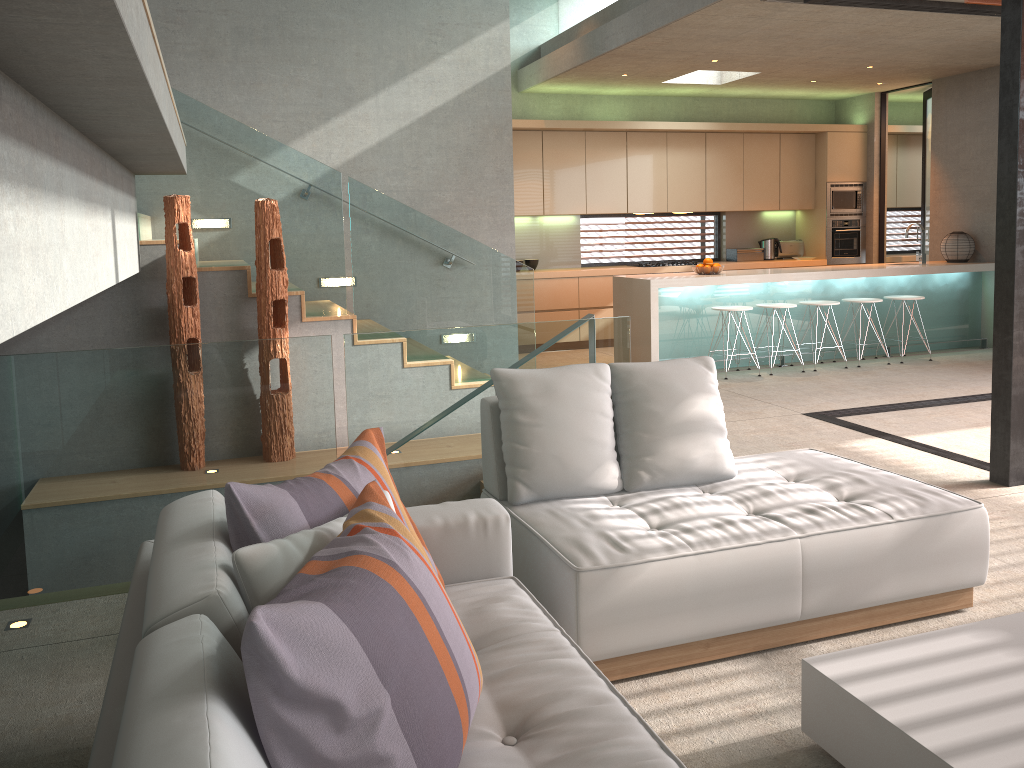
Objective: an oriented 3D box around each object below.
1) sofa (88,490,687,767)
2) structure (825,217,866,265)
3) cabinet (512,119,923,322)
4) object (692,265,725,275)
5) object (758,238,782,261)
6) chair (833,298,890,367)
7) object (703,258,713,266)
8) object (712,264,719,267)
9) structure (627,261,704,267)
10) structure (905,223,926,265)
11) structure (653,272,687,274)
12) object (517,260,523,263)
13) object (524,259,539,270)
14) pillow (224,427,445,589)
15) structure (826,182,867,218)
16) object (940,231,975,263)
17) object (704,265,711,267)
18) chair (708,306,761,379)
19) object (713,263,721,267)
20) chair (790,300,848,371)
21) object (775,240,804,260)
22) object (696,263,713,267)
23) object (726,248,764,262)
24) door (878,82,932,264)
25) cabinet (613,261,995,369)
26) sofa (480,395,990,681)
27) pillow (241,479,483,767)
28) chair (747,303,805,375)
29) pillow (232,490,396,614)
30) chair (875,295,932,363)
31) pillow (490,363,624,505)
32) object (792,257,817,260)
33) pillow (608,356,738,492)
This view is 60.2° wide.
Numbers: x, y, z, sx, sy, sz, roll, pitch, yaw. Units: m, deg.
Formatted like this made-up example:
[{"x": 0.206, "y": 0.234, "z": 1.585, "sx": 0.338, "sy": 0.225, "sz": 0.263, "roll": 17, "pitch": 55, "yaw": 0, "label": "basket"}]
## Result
[{"x": 0.007, "y": 0.841, "z": 1.012, "sx": 1.050, "sy": 0.746, "sz": 3.490, "roll": -4, "pitch": 10, "yaw": -18, "label": "sofa"}, {"x": 4.140, "y": -1.835, "z": 11.317, "sx": 0.597, "sy": 0.575, "sz": 0.501, "roll": -4, "pitch": 8, "yaw": -18, "label": "structure"}, {"x": 3.025, "y": -1.788, "z": 10.326, "sx": 7.482, "sy": 2.546, "sz": 1.981, "roll": -5, "pitch": 8, "yaw": -18, "label": "cabinet"}, {"x": 1.910, "y": -1.110, "z": 8.612, "sx": 0.316, "sy": 0.081, "sz": 0.318, "roll": -5, "pitch": 10, "yaw": -18, "label": "object"}, {"x": 3.291, "y": -1.726, "z": 11.294, "sx": 0.278, "sy": 0.283, "sz": 0.179, "roll": -3, "pitch": 7, "yaw": -13, "label": "object"}, {"x": 3.393, "y": -0.509, "z": 8.574, "sx": 0.382, "sy": 0.619, "sz": 0.385, "roll": -4, "pitch": 7, "yaw": -18, "label": "chair"}, {"x": 1.917, "y": -1.187, "z": 8.639, "sx": 0.095, "sy": 0.093, "sz": 0.095, "roll": -1, "pitch": 8, "yaw": 2, "label": "object"}, {"x": 1.969, "y": -1.116, "z": 8.542, "sx": 0.087, "sy": 0.086, "sz": 0.087, "roll": -6, "pitch": 9, "yaw": -28, "label": "object"}, {"x": 1.859, "y": -1.420, "z": 10.617, "sx": 0.840, "sy": 0.090, "sz": 0.468, "roll": -5, "pitch": 10, "yaw": -18, "label": "structure"}, {"x": 4.259, "y": -1.486, "z": 9.373, "sx": 0.097, "sy": 0.438, "sz": 0.260, "roll": -3, "pitch": 7, "yaw": -18, "label": "structure"}, {"x": 1.945, "y": -1.063, "z": 10.412, "sx": 0.829, "sy": 0.497, "sz": 0.080, "roll": -4, "pitch": 6, "yaw": -18, "label": "structure"}, {"x": 0.048, "y": -1.346, "z": 10.081, "sx": 0.170, "sy": 0.125, "sz": 0.170, "roll": -7, "pitch": 10, "yaw": -32, "label": "object"}, {"x": 0.229, "y": -1.387, "z": 10.281, "sx": 0.170, "sy": 0.125, "sz": 0.170, "roll": -7, "pitch": 10, "yaw": -32, "label": "object"}, {"x": -0.447, "y": 0.402, "z": 2.205, "sx": 0.279, "sy": 0.500, "sz": 0.703, "roll": 1, "pitch": 9, "yaw": 24, "label": "pillow"}, {"x": 4.120, "y": -2.341, "z": 11.287, "sx": 0.597, "sy": 0.434, "sz": 0.464, "roll": -4, "pitch": 8, "yaw": -18, "label": "structure"}, {"x": 4.848, "y": -1.491, "z": 9.615, "sx": 0.341, "sy": 0.332, "sz": 0.342, "roll": -5, "pitch": 9, "yaw": -27, "label": "object"}, {"x": 1.887, "y": -1.106, "z": 8.526, "sx": 0.081, "sy": 0.080, "sz": 0.081, "roll": 0, "pitch": 8, "yaw": 10, "label": "object"}, {"x": 2.020, "y": -0.392, "z": 8.112, "sx": 0.382, "sy": 0.619, "sz": 0.385, "roll": -4, "pitch": 7, "yaw": -18, "label": "chair"}, {"x": 1.995, "y": -1.134, "z": 8.630, "sx": 0.095, "sy": 0.093, "sz": 0.095, "roll": -6, "pitch": 9, "yaw": -29, "label": "object"}, {"x": 2.922, "y": -0.469, "z": 8.414, "sx": 0.382, "sy": 0.619, "sz": 0.385, "roll": -4, "pitch": 7, "yaw": -18, "label": "chair"}, {"x": 3.576, "y": -1.740, "z": 11.441, "sx": 0.390, "sy": 0.245, "sz": 0.151, "roll": -4, "pitch": 7, "yaw": -18, "label": "object"}, {"x": 1.864, "y": -1.122, "z": 8.574, "sx": 0.174, "sy": 0.099, "sz": 0.097, "roll": 3, "pitch": 9, "yaw": 26, "label": "object"}, {"x": 2.961, "y": -1.642, "z": 11.227, "sx": 0.401, "sy": 0.158, "sz": 0.242, "roll": -5, "pitch": 9, "yaw": -18, "label": "object"}, {"x": 1.392, "y": -0.464, "z": 6.187, "sx": 5.796, "sy": 4.436, "sz": 15.423, "roll": 6, "pitch": 12, "yaw": 43, "label": "door"}, {"x": 3.086, "y": -0.728, "z": 9.067, "sx": 4.127, "sy": 0.892, "sz": 0.807, "roll": -5, "pitch": 8, "yaw": -18, "label": "cabinet"}, {"x": 0.775, "y": 0.422, "z": 3.320, "sx": 1.598, "sy": 0.727, "sz": 1.021, "roll": -5, "pitch": 9, "yaw": -18, "label": "sofa"}, {"x": -0.234, "y": 0.512, "z": 1.626, "sx": 0.311, "sy": 0.490, "sz": 0.744, "roll": -1, "pitch": 9, "yaw": 5, "label": "pillow"}, {"x": 2.468, "y": -0.430, "z": 8.262, "sx": 0.382, "sy": 0.619, "sz": 0.385, "roll": -4, "pitch": 7, "yaw": -18, "label": "chair"}, {"x": -0.362, "y": 0.489, "z": 1.924, "sx": 0.239, "sy": 0.402, "sz": 0.599, "roll": 2, "pitch": 9, "yaw": 24, "label": "pillow"}, {"x": 3.870, "y": -0.550, "z": 8.735, "sx": 0.382, "sy": 0.619, "sz": 0.385, "roll": -4, "pitch": 7, "yaw": -18, "label": "chair"}, {"x": 0.175, "y": 0.178, "z": 3.357, "sx": 0.493, "sy": 0.494, "sz": 0.240, "roll": -4, "pitch": 7, "yaw": -18, "label": "pillow"}, {"x": 3.699, "y": -1.588, "z": 11.176, "sx": 0.311, "sy": 0.034, "sz": 0.312, "roll": 7, "pitch": 13, "yaw": 39, "label": "object"}, {"x": 0.633, "y": 0.151, "z": 3.508, "sx": 0.493, "sy": 0.479, "sz": 0.268, "roll": -4, "pitch": 7, "yaw": -18, "label": "pillow"}]
